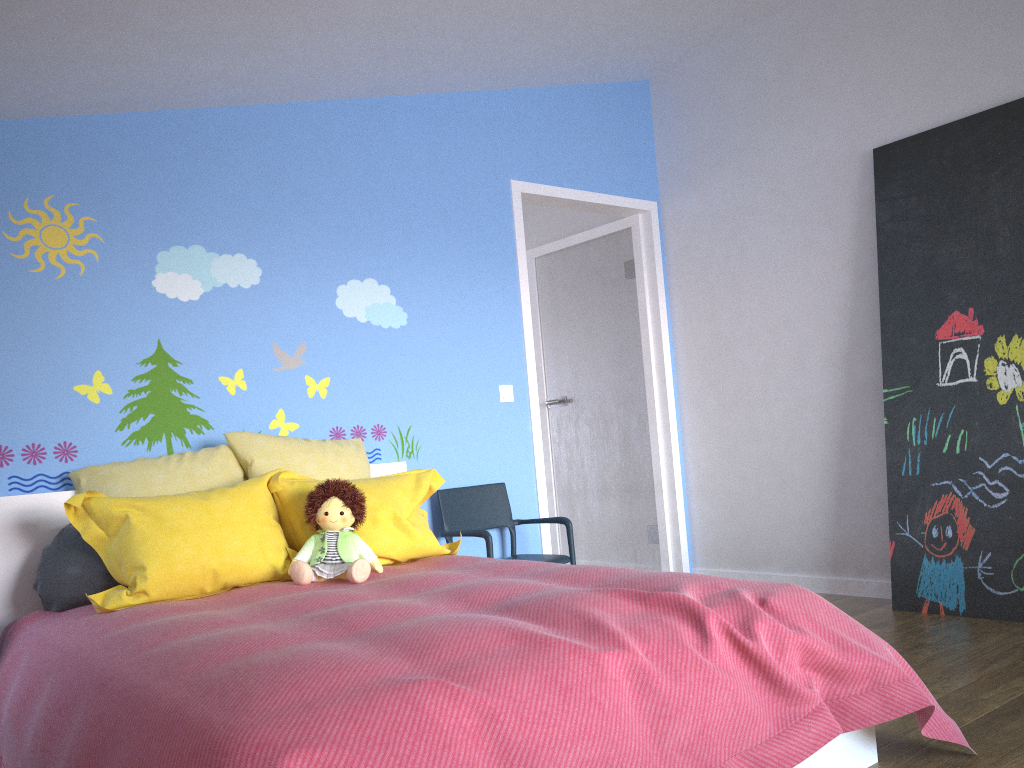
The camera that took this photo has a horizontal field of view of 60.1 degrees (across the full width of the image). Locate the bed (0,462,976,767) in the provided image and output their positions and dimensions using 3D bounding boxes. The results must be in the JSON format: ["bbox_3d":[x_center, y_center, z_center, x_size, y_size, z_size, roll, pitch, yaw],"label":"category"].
[{"bbox_3d":[-0.340,0.624,2.397,1.923,0.810,2.326,-2,-5,-38],"label":"bed"}]

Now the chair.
[{"bbox_3d":[-0.037,0.774,3.843,0.511,0.673,0.418,-3,-3,-42],"label":"chair"}]

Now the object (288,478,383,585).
[{"bbox_3d":[-0.555,0.461,2.735,0.286,0.341,0.252,-5,-2,-4],"label":"object"}]

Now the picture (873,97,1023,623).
[{"bbox_3d":[1.906,-0.091,3.475,0.207,2.016,0.961,-4,-2,-38],"label":"picture"}]

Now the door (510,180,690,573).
[{"bbox_3d":[0.187,0.111,4.991,1.031,2.126,1.002,-4,-2,-38],"label":"door"}]

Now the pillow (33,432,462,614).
[{"bbox_3d":[-0.859,0.413,3.010,1.343,0.531,0.682,-2,-4,-37],"label":"pillow"}]
